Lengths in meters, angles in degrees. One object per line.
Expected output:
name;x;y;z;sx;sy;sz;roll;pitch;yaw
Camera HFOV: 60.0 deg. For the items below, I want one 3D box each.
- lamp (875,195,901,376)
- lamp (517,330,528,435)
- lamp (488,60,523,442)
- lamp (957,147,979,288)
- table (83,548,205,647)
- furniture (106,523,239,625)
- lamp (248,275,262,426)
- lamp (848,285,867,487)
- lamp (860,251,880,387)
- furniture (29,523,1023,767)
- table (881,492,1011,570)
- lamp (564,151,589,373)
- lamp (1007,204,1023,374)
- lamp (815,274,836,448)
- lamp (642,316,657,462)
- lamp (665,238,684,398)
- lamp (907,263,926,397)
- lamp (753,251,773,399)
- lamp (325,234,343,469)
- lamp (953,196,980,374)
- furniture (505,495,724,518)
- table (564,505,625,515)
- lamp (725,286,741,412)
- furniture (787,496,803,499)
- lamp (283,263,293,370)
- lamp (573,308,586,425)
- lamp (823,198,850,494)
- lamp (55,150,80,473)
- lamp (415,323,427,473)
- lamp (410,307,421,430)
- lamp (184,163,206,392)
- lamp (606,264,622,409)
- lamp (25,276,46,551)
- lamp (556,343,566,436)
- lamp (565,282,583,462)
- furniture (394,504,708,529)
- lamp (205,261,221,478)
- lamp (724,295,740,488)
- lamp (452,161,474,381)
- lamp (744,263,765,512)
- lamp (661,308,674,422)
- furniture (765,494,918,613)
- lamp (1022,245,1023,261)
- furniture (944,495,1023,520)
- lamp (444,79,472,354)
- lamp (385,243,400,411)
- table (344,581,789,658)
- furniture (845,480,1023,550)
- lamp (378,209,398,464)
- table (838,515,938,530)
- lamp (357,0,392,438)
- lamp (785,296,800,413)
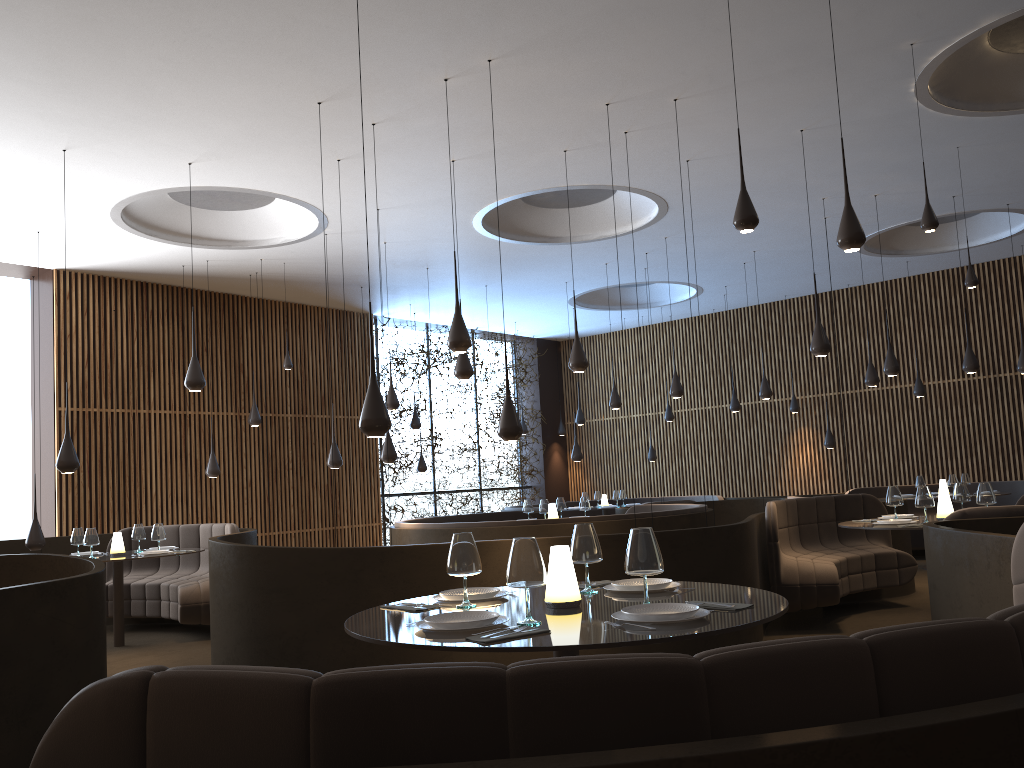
lamp;4.513;-1.202;10.757;0.196;2.219;0.196;-2;-5;-14
lamp;0.182;-0.037;18.810;0.196;2.219;0.196;-1;-6;-24
lamp;-0.093;-1.042;6.753;0.196;2.954;0.196;2;-7;-44
lamp;4.746;-1.751;9.289;0.133;1.505;0.133;-7;-6;35
table;-3.968;2.244;8.942;1.674;1.021;1.674;-7;-7;32
furniture;-3.751;2.097;9.750;2.535;1.058;0.932;-8;-7;36
lamp;-3.777;-0.496;12.909;0.196;2.219;0.196;-1;-6;-24
lamp;6.276;1.315;15.807;0.196;6.262;0.196;0;-6;-34
lamp;4.812;-1.071;12.076;0.196;2.219;0.196;-2;-5;-14
furniture;1.038;1.042;2.561;4.242;1.119;1.472;2;-8;-36
table;6.183;2.097;12.581;1.674;1.021;1.674;-7;-7;30
lamp;0.591;-1.219;8.743;0.196;2.219;0.196;-7;-6;35
lamp;6.524;-1.237;11.456;0.196;2.219;0.196;-6;-6;25
lamp;5.239;-0.395;14.948;0.196;2.954;0.196;-6;-6;25
lamp;2.742;0.091;17.954;0.196;2.954;0.196;-6;-6;25
lamp;2.184;-0.916;12.148;0.196;2.219;0.196;-2;-5;-14
lamp;6.531;-0.897;14.416;0.196;2.219;0.196;-5;-5;15
lamp;3.690;-0.881;13.182;0.196;2.219;0.196;-2;-5;-14
lamp;-2.266;-0.424;11.067;0.196;2.954;0.196;-3;-5;-4
lamp;5.582;-1.239;10.985;0.196;2.219;0.196;-7;-6;35
furniture;1.841;2.620;15.815;3.885;1.045;3.798;-5;-7;17
table;1.714;2.743;16.026;1.672;1.021;1.676;-3;-6;1
lamp;3.828;-0.619;15.521;0.196;2.219;0.196;-6;-6;25
furniture;4.510;2.088;12.400;0.900;1.045;2.538;-2;-6;-8
lamp;-3.157;-0.951;12.386;0.133;1.505;0.133;-7;-6;35
lamp;1.227;-0.335;16.726;0.196;2.219;0.196;-6;-6;25
lamp;3.992;0.842;10.598;0.196;6.262;0.196;-2;-5;-14
lamp;-4.030;-0.677;8.012;0.196;2.954;0.196;-2;-5;-14
lamp;-1.720;0.151;16.323;0.196;2.954;0.196;-2;-5;-14
lamp;-1.740;-0.299;15.600;0.196;2.219;0.196;-2;-5;-14
lamp;-3.072;-1.037;8.523;0.196;2.219;0.196;-2;-5;-14
lamp;1.499;-0.727;13.425;0.196;2.219;0.196;-2;-5;-14
lamp;-5.143;0.296;9.547;0.196;2.954;0.196;-3;-5;-4
lamp;1.069;0.069;20.159;0.196;2.219;0.196;-1;-6;-24
lamp;0.978;-0.208;14.509;0.196;2.954;0.196;-7;-6;35
furniture;0.494;2.167;11.022;3.882;1.115;3.798;-5;-7;15
lamp;-4.081;-0.216;11.991;0.196;2.954;0.196;-6;-6;25
lamp;4.099;1.469;16.090;0.196;6.262;0.196;0;-6;-34
lamp;-0.532;-1.142;8.838;0.196;2.219;0.196;2;-7;-44
lamp;3.842;1.209;13.709;0.196;6.262;0.196;0;-6;-34
lamp;2.974;-0.381;17.170;0.196;2.219;0.196;-6;-6;25
furniture;3.303;1.694;9.094;2.532;1.058;0.933;3;-8;-44
lamp;8.051;-0.693;13.721;0.196;2.954;0.196;-6;-6;25
furniture;5.061;1.446;7.479;1.984;1.045;3.938;-8;-8;37
lamp;-0.472;-1.350;7.059;0.196;2.219;0.196;-2;-5;-14
lamp;-1.616;-0.761;11.623;0.196;2.219;0.196;-7;-6;35
table;0.228;1.371;3.396;1.673;1.021;1.676;2;-8;-41
furniture;6.887;1.974;12.893;1.980;1.045;3.945;-1;-7;-18
lamp;-1.478;-0.567;10.209;0.196;2.954;0.196;-4;-5;6
table;3.586;1.624;7.215;1.672;1.021;1.677;-2;-6;-15
lamp;-0.890;-1.155;5.385;0.196;2.954;0.196;-2;-5;-14
lamp;5.234;-0.564;16.674;0.196;2.219;0.196;-6;-6;25
